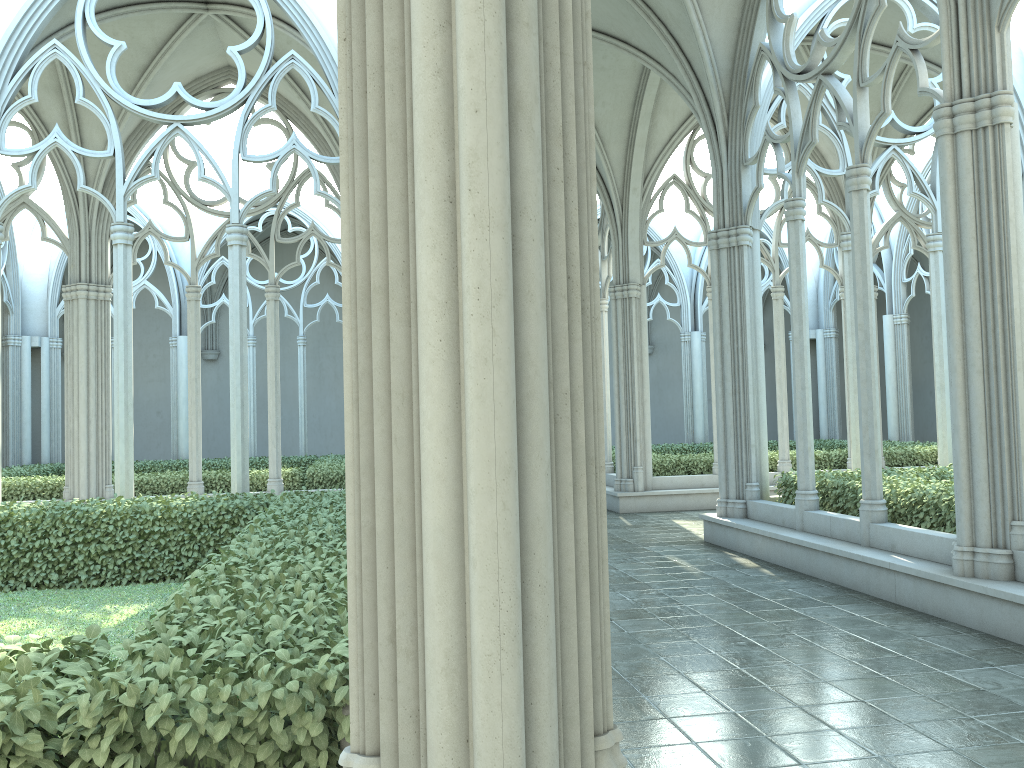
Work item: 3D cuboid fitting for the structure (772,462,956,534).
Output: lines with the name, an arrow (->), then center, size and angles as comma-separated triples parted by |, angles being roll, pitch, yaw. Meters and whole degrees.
structure -> 7.895, 1.268, 8.082 | 7.995, 0.963, 8.018 | -1, -3, -10

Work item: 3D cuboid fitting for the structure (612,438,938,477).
structure -> 5.623, 1.888, 20.933 | 7.995, 0.963, 8.018 | -1, -3, -10

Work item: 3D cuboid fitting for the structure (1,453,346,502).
structure -> -7.259, 2.132, 18.641 | 7.995, 0.963, 8.018 | -1, -3, -10

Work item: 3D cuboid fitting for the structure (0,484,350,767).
structure -> -4.978, 1.512, 5.792 | 7.995, 0.963, 8.018 | -1, -3, -10
